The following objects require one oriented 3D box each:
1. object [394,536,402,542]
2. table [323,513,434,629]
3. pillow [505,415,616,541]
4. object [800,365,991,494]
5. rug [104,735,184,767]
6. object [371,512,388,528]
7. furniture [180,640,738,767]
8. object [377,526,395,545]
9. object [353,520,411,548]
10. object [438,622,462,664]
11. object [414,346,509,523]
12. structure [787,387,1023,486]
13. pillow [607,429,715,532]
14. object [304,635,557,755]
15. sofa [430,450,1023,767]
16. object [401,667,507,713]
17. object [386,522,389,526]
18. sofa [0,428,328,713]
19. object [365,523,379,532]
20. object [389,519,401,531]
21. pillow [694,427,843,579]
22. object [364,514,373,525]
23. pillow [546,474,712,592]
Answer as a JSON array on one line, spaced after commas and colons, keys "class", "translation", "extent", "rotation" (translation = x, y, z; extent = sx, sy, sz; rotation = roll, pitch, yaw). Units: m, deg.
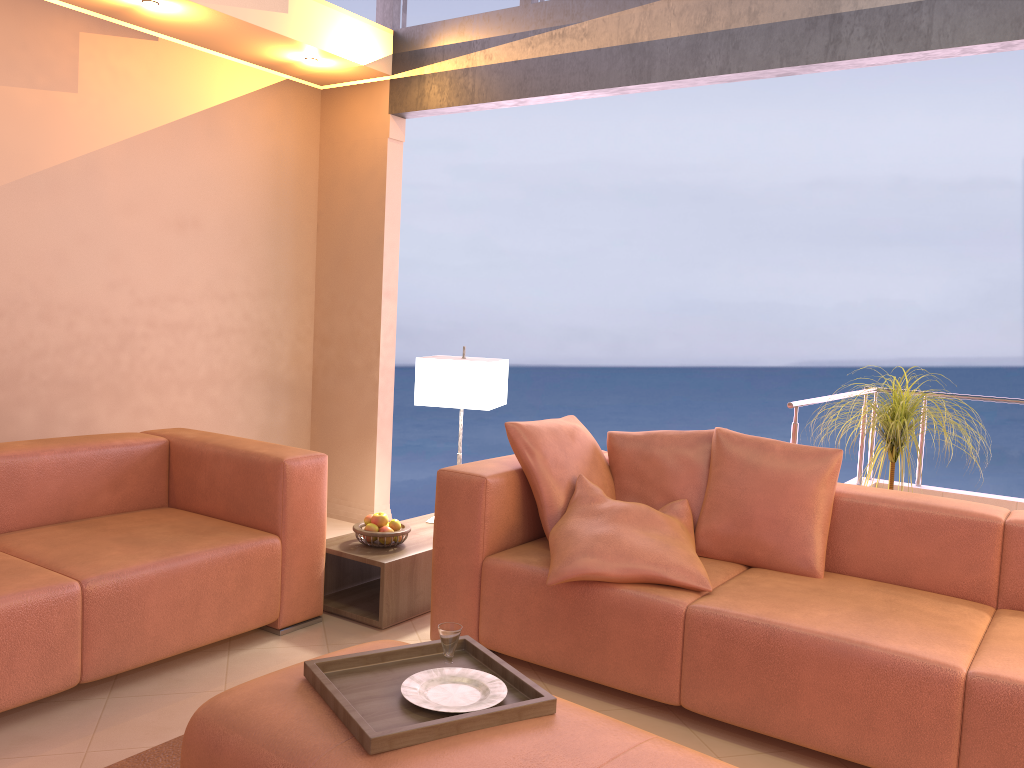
[{"class": "object", "translation": [-0.465, 0.619, 3.595], "extent": [0.046, 0.046, 0.055], "rotation": [4, 4, 12]}, {"class": "table", "translation": [-0.394, 0.773, 3.830], "extent": [0.412, 0.268, 0.918], "rotation": [6, 5, 34]}, {"class": "pillow", "translation": [0.221, 0.365, 3.358], "extent": [0.314, 0.455, 0.519], "rotation": [5, 5, 30]}, {"class": "object", "translation": [1.588, 0.463, 3.733], "extent": [0.703, 1.088, 0.729], "rotation": [3, 4, 3]}, {"class": "rug", "translation": [-0.008, 1.100, 1.491], "extent": [2.626, 0.005, 1.833], "rotation": [6, 5, 34]}, {"class": "object", "translation": [-0.534, 0.551, 3.578], "extent": [0.069, 0.061, 0.068], "rotation": [2, 4, -5]}, {"class": "furniture", "translation": [-0.038, 0.874, 1.828], "extent": [1.291, 0.301, 0.685], "rotation": [6, 6, 39]}, {"class": "object", "translation": [-0.505, 0.605, 3.551], "extent": [0.074, 0.076, 0.072], "rotation": [7, 6, 44]}, {"class": "object", "translation": [-0.529, 0.613, 3.601], "extent": [0.235, 0.071, 0.235], "rotation": [5, 5, 26]}, {"class": "object", "translation": [-0.155, 0.643, 2.188], "extent": [0.061, 0.091, 0.061], "rotation": [4, 5, 19]}, {"class": "object", "translation": [-0.235, 0.227, 4.052], "extent": [0.344, 0.799, 0.344], "rotation": [4, 4, 13]}, {"class": "structure", "translation": [3.322, 0.484, 3.392], "extent": [4.176, 0.541, 1.663], "rotation": [6, 5, 34]}, {"class": "pillow", "translation": [0.573, 0.376, 3.345], "extent": [0.492, 0.446, 0.255], "rotation": [4, 5, 18]}, {"class": "object", "translation": [-0.196, 0.687, 2.013], "extent": [0.436, 0.034, 0.421], "rotation": [0, 5, -31]}, {"class": "sofa", "translation": [1.086, 0.717, 2.821], "extent": [2.781, 0.672, 0.943], "rotation": [6, 5, 34]}, {"class": "object", "translation": [-0.131, 0.694, 1.998], "extent": [0.240, 0.018, 0.240], "rotation": [3, 4, -2]}, {"class": "object", "translation": [-0.516, 0.599, 3.624], "extent": [0.076, 0.065, 0.077], "rotation": [-1, 6, -44]}, {"class": "sofa", "translation": [-1.853, 0.596, 2.555], "extent": [0.943, 0.672, 2.781], "rotation": [6, 5, 34]}, {"class": "object", "translation": [-0.560, 0.580, 3.540], "extent": [0.055, 0.047, 0.045], "rotation": [4, 4, 11]}, {"class": "object", "translation": [-0.473, 0.572, 3.585], "extent": [0.051, 0.053, 0.045], "rotation": [0, 5, -33]}, {"class": "pillow", "translation": [0.894, 0.411, 3.123], "extent": [0.470, 0.468, 0.211], "rotation": [5, 5, 29]}, {"class": "object", "translation": [-0.577, 0.554, 3.611], "extent": [0.047, 0.046, 0.054], "rotation": [4, 5, 20]}, {"class": "pillow", "translation": [0.386, 0.492, 3.007], "extent": [0.517, 0.292, 0.514], "rotation": [3, 4, 3]}]
